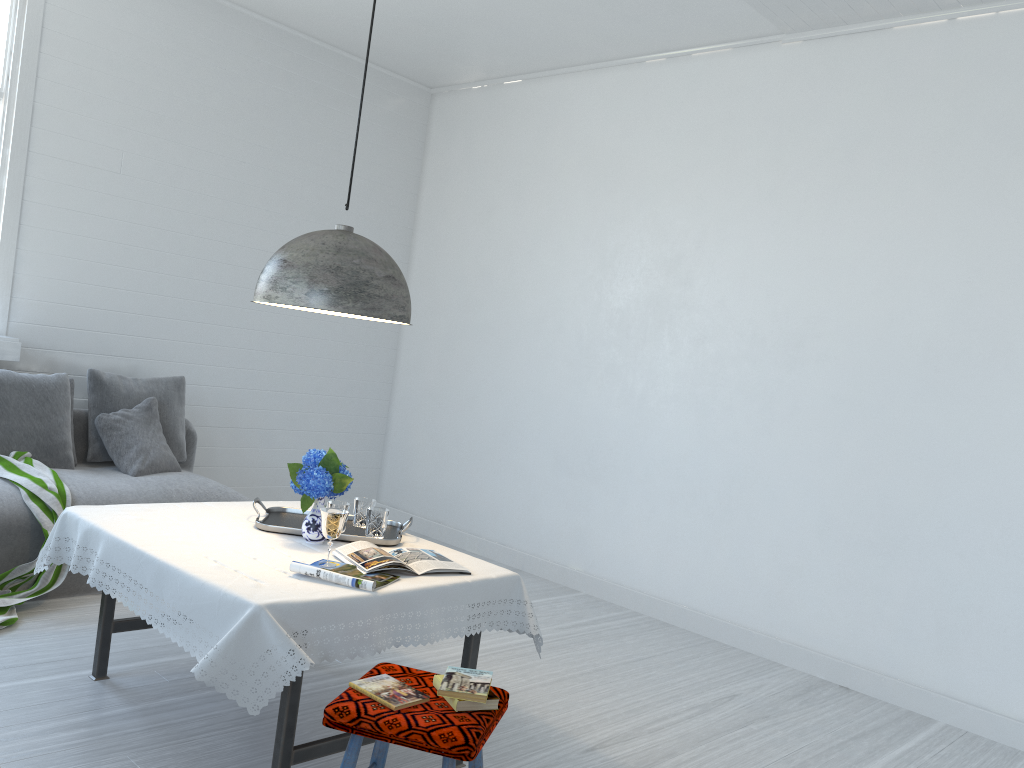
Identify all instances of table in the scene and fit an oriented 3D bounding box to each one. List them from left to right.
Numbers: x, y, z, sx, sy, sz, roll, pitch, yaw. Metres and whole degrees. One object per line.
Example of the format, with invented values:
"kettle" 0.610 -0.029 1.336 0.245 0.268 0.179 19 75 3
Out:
"table" -0.896 0.945 3.410 1.668 0.725 1.328 10 2 44

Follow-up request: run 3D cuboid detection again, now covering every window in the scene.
"window" -3.360 -1.395 4.737 0.378 2.400 1.483 10 3 43

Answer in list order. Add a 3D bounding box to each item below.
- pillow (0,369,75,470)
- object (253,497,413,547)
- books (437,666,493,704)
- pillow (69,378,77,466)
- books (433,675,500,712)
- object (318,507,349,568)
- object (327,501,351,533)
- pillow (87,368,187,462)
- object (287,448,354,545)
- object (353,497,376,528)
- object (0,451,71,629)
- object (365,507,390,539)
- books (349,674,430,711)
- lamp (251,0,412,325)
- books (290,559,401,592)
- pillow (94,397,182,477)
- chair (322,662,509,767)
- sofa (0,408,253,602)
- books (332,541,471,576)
"pillow" -2.748 0.207 5.005 0.295 0.573 0.510 10 3 43
"object" -0.740 0.559 3.666 0.651 0.092 0.398 8 2 -5
"books" -0.128 0.833 2.471 0.133 0.022 0.189 8 2 4
"pillow" -2.848 0.208 5.112 0.280 0.521 0.642 10 3 43
"books" -0.130 0.860 2.475 0.129 0.030 0.182 7 2 -25
"object" -0.620 0.527 3.036 0.098 0.192 0.098 7 3 -27
"object" -0.711 0.541 3.608 0.095 0.119 0.096 9 2 27
"pillow" -2.361 0.211 5.615 0.278 0.561 0.639 10 3 43
"object" -0.745 0.423 3.391 0.266 0.377 0.236 6 3 -45
"object" -0.631 0.548 3.769 0.096 0.119 0.095 7 2 -23
"object" -2.505 0.626 4.419 0.623 0.834 1.578 7 2 -23
"object" -0.550 0.564 3.597 0.096 0.119 0.095 7 2 -23
"books" -0.335 0.841 2.425 0.188 0.012 0.133 9 2 40
"lamp" -0.528 -1.276 3.281 0.600 2.046 0.600 9 3 13
"books" -0.553 0.625 2.967 0.300 0.043 0.229 9 2 17
"pillow" -2.245 0.320 5.379 0.416 0.463 0.380 9 2 28
"chair" -0.286 1.141 2.469 0.419 0.563 0.419 9 2 13
"sofa" -2.195 0.713 3.765 3.389 0.899 3.410 10 2 42
"books" -0.401 0.634 3.237 0.423 0.049 0.300 7 2 -33
